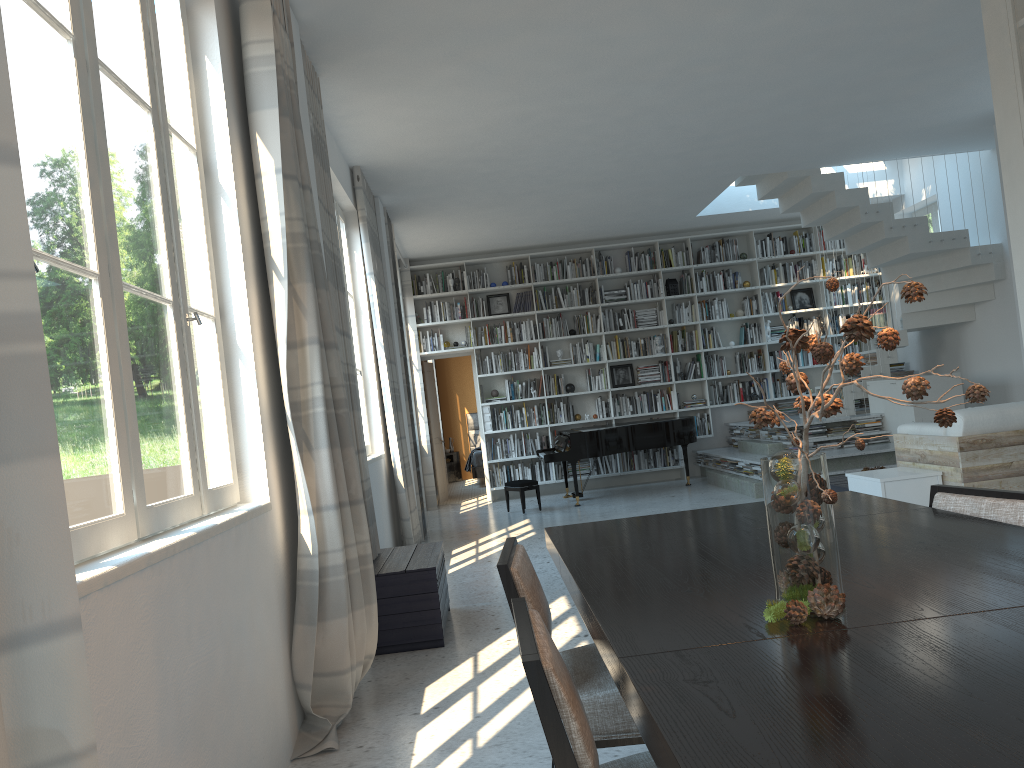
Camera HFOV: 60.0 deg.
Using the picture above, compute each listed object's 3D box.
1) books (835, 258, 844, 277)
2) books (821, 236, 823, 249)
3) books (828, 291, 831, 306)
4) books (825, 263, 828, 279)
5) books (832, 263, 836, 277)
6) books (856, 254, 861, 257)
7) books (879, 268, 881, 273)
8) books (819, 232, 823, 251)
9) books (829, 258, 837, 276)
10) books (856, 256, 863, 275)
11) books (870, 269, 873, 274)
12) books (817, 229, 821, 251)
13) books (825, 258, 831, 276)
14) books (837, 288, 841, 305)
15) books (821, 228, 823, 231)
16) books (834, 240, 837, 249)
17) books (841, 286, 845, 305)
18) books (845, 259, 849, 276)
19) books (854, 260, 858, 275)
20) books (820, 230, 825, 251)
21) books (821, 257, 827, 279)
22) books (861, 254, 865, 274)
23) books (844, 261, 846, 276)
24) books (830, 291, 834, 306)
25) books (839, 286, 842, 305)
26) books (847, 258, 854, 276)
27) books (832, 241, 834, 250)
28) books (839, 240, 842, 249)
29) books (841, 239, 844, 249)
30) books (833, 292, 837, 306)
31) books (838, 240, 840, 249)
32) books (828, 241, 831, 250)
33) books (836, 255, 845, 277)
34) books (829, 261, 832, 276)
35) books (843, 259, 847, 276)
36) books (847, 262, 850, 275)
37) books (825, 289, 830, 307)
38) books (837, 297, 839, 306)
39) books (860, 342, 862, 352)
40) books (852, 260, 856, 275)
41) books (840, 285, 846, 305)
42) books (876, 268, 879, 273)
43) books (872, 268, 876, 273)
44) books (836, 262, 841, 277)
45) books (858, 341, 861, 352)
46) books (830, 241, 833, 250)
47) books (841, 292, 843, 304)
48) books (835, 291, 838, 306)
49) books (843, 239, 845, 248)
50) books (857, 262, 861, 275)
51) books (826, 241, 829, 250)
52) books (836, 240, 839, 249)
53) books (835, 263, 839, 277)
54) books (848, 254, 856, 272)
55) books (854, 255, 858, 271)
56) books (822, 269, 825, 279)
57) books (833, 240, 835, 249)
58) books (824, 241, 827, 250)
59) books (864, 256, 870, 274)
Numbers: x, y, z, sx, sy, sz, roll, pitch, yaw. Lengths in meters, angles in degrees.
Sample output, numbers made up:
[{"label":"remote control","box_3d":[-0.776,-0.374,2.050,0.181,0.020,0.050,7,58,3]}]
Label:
[{"label":"books","box_3d":[4.312,-1.521,11.679,0.023,0.253,0.189,-7,-1,-2]},{"label":"books","box_3d":[4.091,-1.847,11.773,0.025,0.223,0.137,-7,-1,-2]},{"label":"books","box_3d":[4.178,-1.132,11.760,0.026,0.250,0.160,-7,-1,-2]},{"label":"books","box_3d":[4.109,-1.473,11.670,0.024,0.205,0.165,-7,-1,-2]},{"label":"books","box_3d":[4.207,-1.478,11.671,0.024,0.193,0.190,-7,-1,-2]},{"label":"books","box_3d":[4.618,-1.573,11.789,0.011,0.294,0.151,-7,-1,-2]},{"label":"books","box_3d":[4.840,-1.560,11.771,0.011,0.216,0.170,-7,-1,-2]},{"label":"books","box_3d":[4.065,-1.870,11.761,0.022,0.275,0.160,-7,-1,-2]},{"label":"books","box_3d":[4.226,-1.515,11.687,0.023,0.263,0.158,-7,-1,-2]},{"label":"books","box_3d":[4.604,-1.555,11.766,0.022,0.261,0.160,-7,-1,-2]},{"label":"books","box_3d":[4.733,-1.546,11.775,0.023,0.213,0.180,-7,-1,-2]},{"label":"books","box_3d":[4.037,-1.887,11.747,0.011,0.313,0.172,-7,-1,-2]},{"label":"books","box_3d":[4.130,-1.505,11.663,0.026,0.263,0.189,-7,-1,-2]},{"label":"books","box_3d":[4.301,-1.170,11.761,0.022,0.297,0.162,-7,-1,-2]},{"label":"books","box_3d":[4.151,-1.908,11.774,0.014,0.331,0.143,-7,-1,-2]},{"label":"books","box_3d":[4.259,-1.884,11.769,0.022,0.259,0.163,-7,-1,-2]},{"label":"books","box_3d":[4.359,-1.158,11.752,0.013,0.260,0.158,-7,-1,-2]},{"label":"books","box_3d":[4.387,-1.521,11.696,0.012,0.237,0.165,-7,-1,-2]},{"label":"books","box_3d":[4.531,-1.523,11.757,0.013,0.212,0.186,-7,-1,-2]},{"label":"books","box_3d":[4.107,-1.881,11.759,0.013,0.286,0.150,-7,-1,-2]},{"label":"books","box_3d":[4.087,-1.515,11.670,0.010,0.294,0.183,-7,-1,-2]},{"label":"books","box_3d":[4.636,-1.572,11.778,0.023,0.287,0.163,-7,-1,-2]},{"label":"books","box_3d":[4.355,-1.501,11.688,0.014,0.206,0.184,-7,-1,-2]},{"label":"books","box_3d":[4.204,-1.134,11.733,0.023,0.247,0.182,-7,-1,-2]},{"label":"books","box_3d":[4.319,-1.170,11.750,0.012,0.292,0.165,-7,-1,-2]},{"label":"books","box_3d":[4.426,-1.527,11.711,0.042,0.242,0.248,-7,-1,-2]},{"label":"books","box_3d":[4.214,-1.880,11.771,0.014,0.260,0.167,-7,-1,-2]},{"label":"books","box_3d":[4.323,-1.887,11.781,0.027,0.249,0.154,-7,-1,-2]},{"label":"books","box_3d":[4.350,-1.884,11.773,0.025,0.237,0.143,-7,-1,-2]},{"label":"books","box_3d":[4.239,-1.142,11.746,0.026,0.256,0.173,-7,-1,-2]},{"label":"books","box_3d":[4.306,-1.878,11.770,0.011,0.236,0.148,-7,-1,-2]},{"label":"books","box_3d":[4.174,-1.867,11.760,0.023,0.243,0.182,-7,-1,-2]},{"label":"books","box_3d":[4.332,-1.544,11.685,0.022,0.296,0.152,-7,-1,-2]},{"label":"books","box_3d":[4.169,-1.489,11.676,0.049,0.223,0.161,-7,-1,-2]},{"label":"books","box_3d":[4.370,-1.521,11.695,0.022,0.242,0.144,-7,-1,-2]},{"label":"books","box_3d":[4.401,-1.515,11.687,0.013,0.222,0.174,-7,-1,-2]},{"label":"books","box_3d":[4.159,-1.132,11.747,0.012,0.254,0.161,-7,-1,-2]},{"label":"books","box_3d":[4.283,-1.114,11.765,0.028,0.191,0.136,-7,-1,-2]},{"label":"books","box_3d":[4.598,-0.434,11.758,0.013,0.240,0.166,-7,-1,-2]},{"label":"books","box_3d":[4.502,-1.523,11.761,0.023,0.220,0.171,-7,-1,-2]},{"label":"books","box_3d":[4.377,-1.165,11.761,0.025,0.271,0.152,-7,-1,-2]},{"label":"books","box_3d":[4.813,-1.572,11.788,0.040,0.246,0.160,-7,-1,-2]},{"label":"books","box_3d":[4.778,-1.574,11.787,0.029,0.258,0.163,-7,-1,-2]},{"label":"books","box_3d":[4.290,-1.496,11.697,0.025,0.211,0.135,-7,-1,-2]},{"label":"books","box_3d":[4.585,-0.440,11.761,0.012,0.254,0.161,-7,-1,-2]},{"label":"books","box_3d":[4.199,-1.901,11.762,0.012,0.306,0.184,-7,-1,-2]},{"label":"books","box_3d":[4.344,-1.115,11.764,0.027,0.179,0.157,-7,-1,-2]},{"label":"books","box_3d":[4.257,-1.159,11.733,0.014,0.285,0.185,-7,-1,-2]},{"label":"books","box_3d":[4.391,-1.874,11.778,0.026,0.208,0.163,-7,-1,-2]},{"label":"books","box_3d":[4.580,-1.513,11.784,0.034,0.182,0.156,-7,-1,-2]},{"label":"books","box_3d":[4.140,-1.856,11.751,0.022,0.229,0.175,-7,-1,-2]},{"label":"books","box_3d":[4.284,-1.890,11.771,0.029,0.264,0.179,-7,-1,-2]},{"label":"books","box_3d":[4.259,-1.485,11.729,0.038,0.199,0.170,-7,-1,-2]},{"label":"books","box_3d":[4.514,-1.562,11.770,0.010,0.295,0.165,-7,-1,-2]},{"label":"books","box_3d":[4.545,-1.558,11.784,0.024,0.281,0.153,-7,-1,-2]},{"label":"books","box_3d":[4.063,-1.511,11.693,0.036,0.293,0.135,-7,-1,-2]},{"label":"books","box_3d":[4.234,-1.890,11.773,0.027,0.275,0.148,-7,-1,-2]},{"label":"books","box_3d":[4.121,-1.874,11.747,0.012,0.269,0.184,-7,-1,-2]},{"label":"books","box_3d":[4.684,-1.561,11.776,0.070,0.254,0.154,-7,-1,-2]}]
